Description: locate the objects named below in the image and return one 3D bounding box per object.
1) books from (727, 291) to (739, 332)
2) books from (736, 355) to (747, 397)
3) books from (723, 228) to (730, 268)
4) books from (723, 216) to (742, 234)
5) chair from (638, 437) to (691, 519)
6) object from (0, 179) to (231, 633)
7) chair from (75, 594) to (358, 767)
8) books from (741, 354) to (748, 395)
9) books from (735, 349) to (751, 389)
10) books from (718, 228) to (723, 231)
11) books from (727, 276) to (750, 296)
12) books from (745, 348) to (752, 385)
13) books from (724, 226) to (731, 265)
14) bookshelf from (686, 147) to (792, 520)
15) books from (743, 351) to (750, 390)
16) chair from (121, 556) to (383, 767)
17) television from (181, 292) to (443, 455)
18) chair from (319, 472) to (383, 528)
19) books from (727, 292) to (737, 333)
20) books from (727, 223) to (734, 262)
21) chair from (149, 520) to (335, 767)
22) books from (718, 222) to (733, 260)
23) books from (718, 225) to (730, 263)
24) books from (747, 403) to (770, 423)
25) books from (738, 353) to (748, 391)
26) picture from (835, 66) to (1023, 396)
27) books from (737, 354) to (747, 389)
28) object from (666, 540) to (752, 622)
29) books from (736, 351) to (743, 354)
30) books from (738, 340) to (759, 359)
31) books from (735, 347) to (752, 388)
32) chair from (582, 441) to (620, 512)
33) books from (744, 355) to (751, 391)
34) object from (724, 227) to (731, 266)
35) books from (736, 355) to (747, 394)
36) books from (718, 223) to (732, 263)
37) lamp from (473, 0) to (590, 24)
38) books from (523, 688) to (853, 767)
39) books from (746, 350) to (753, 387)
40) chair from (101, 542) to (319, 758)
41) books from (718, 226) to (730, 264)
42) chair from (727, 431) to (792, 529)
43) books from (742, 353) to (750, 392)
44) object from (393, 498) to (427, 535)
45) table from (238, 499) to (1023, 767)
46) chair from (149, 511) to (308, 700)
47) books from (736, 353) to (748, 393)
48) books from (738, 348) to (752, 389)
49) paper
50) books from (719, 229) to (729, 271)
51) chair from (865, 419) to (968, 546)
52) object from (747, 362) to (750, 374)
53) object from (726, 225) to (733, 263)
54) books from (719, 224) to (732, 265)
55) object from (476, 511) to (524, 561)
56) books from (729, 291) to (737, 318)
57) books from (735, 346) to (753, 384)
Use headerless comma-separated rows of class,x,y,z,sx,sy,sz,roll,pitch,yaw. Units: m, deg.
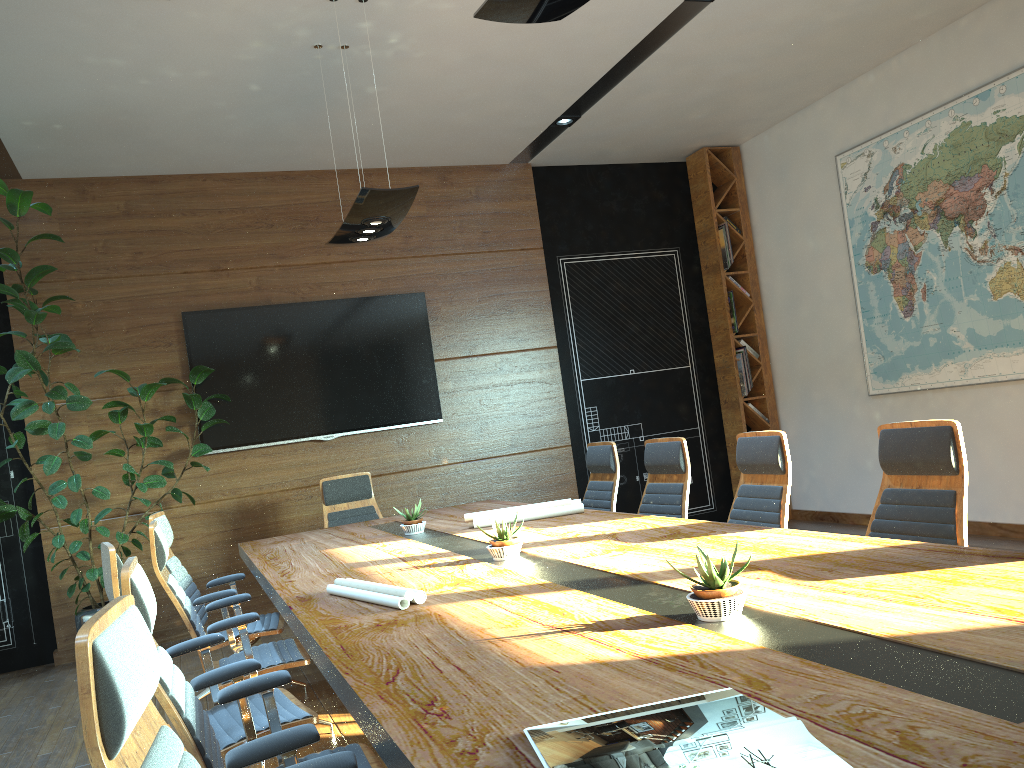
books,-1.576,-0.219,7.270,7.866,0.395,0.398,-7,-1,-21
books,-1.491,0.396,7.277,7.854,0.399,0.398,-7,-1,-21
books,-1.663,-0.826,7.267,7.878,0.383,0.401,-7,-1,-21
books,-1.511,0.160,7.243,8.399,2.647,0.161,-7,0,-21
chair,0.680,0.904,5.004,0.694,1.127,0.708,-8,-1,-25
object,-3.279,0.392,6.413,1.684,3.368,2.033,-8,0,21
chair,-0.316,0.902,1.595,0.695,1.127,0.707,-8,-1,-14
books,-1.492,0.385,7.278,7.882,0.396,0.398,-7,-1,-21
books,-1.495,0.341,7.267,7.960,0.403,0.392,-7,-1,-21
books,-1.664,-0.822,7.272,7.857,0.398,0.399,-7,-1,-21
books,-1.618,-0.458,7.287,8.399,0.230,0.239,-7,-1,-21
books,-1.498,0.326,7.272,8.007,0.388,0.391,-7,-1,-21
books,-1.664,-0.844,7.265,7.916,0.381,0.397,-7,-1,-21
bookshelf,-1.554,0.019,7.302,8.609,3.691,0.320,-7,0,-21
books,-1.494,0.357,7.271,7.943,0.389,0.399,-7,-1,-21
chair,-0.625,0.980,2.406,0.694,1.127,0.708,-8,-1,-20
television,-1.638,-0.106,7.486,2.026,1.180,0.075,-7,0,-21
chair,-1.049,1.210,6.392,0.704,1.127,0.698,-8,-1,-25
books,-1.578,-0.211,7.276,7.853,0.390,0.398,-7,-1,-21
books,-1.670,-0.882,7.265,7.983,0.390,0.398,-7,-1,-21
chair,-1.241,1.139,4.078,0.694,1.127,0.708,-8,-1,-20
books,-1.671,-0.879,7.269,7.975,0.393,0.398,-7,-1,-21
books,-1.668,-0.844,7.274,7.897,0.399,0.399,-7,-1,-21
books,-1.431,0.774,7.265,8.406,0.220,0.234,-7,-1,-21
books,-1.493,0.376,7.275,7.899,0.396,0.398,-7,-1,-21
picture,3.467,-1.062,6.021,0.030,2.063,3.242,-8,-2,-21
books,-1.492,0.385,7.276,7.874,0.399,0.398,-7,-1,-21
object,0.498,0.479,2.184,0.153,0.188,0.177,-9,-1,44
books,-1.496,0.360,7.277,7.935,0.397,0.399,-7,-1,-21
books,-1.515,0.150,7.249,8.403,0.208,0.176,-7,-1,-21
books,-1.496,0.327,7.266,7.990,0.401,0.387,-7,-1,-21
chair,0.382,0.981,5.808,0.694,1.127,0.708,-8,-1,-21
books,-1.494,0.357,7.273,7.951,0.383,0.401,-7,-1,-21
object,-1.668,-0.846,7.273,7.906,0.396,0.399,-7,-1,-21
books,-1.489,0.392,7.270,7.862,0.396,0.398,-7,-1,-21
books,-1.669,-0.868,7.267,7.950,0.395,0.398,-7,-1,-21
lamp,0.154,-1.724,2.237,0.339,1.199,1.200,-8,-1,-21
books,0.251,0.548,1.313,0.389,0.033,0.545,-8,-2,-9
books,-1.498,0.325,7.269,8.015,0.381,0.397,-7,-1,-21
chair,-1.032,1.071,3.174,0.694,1.127,0.708,-8,-1,-29
books,-1.666,-0.838,7.271,7.888,0.396,0.399,-7,-1,-21
chair,0.995,0.827,4.228,0.694,1.127,0.708,-8,-1,-18
books,-1.492,0.369,7.271,7.926,0.383,0.401,-7,-1,-21
object,-0.567,0.750,4.994,0.153,0.188,0.178,-8,-1,-33
table,0.039,1.098,3.598,1.781,0.797,5.557,-7,-2,-21
chair,-1.552,1.218,4.884,0.695,1.127,0.707,-8,-1,-13
books,-1.493,0.379,7.278,7.890,0.399,0.398,-7,-1,-21
books,-1.496,0.335,7.268,7.982,0.397,0.388,-7,-1,-21
paper,-0.235,0.708,3.951,0.629,0.083,2.238,-9,-3,19
books,-1.661,-0.816,7.266,7.848,0.390,0.399,-7,-1,-21
chair,1.349,0.737,3.310,0.694,1.127,0.708,-8,-1,-21
object,-1.499,0.329,7.274,7.998,0.389,0.393,-7,-1,-21
object,-1.672,-0.873,7.272,7.967,0.390,0.398,-7,-1,-21
books,-1.666,-0.858,7.264,7.926,0.398,0.392,-7,-1,-21
object,-0.037,0.616,3.604,0.153,0.188,0.177,-8,-1,19
books,-1.579,-0.222,7.275,7.875,0.394,0.398,-7,-1,-21
books,-1.499,0.313,7.268,8.024,0.397,0.392,-7,-1,-21
